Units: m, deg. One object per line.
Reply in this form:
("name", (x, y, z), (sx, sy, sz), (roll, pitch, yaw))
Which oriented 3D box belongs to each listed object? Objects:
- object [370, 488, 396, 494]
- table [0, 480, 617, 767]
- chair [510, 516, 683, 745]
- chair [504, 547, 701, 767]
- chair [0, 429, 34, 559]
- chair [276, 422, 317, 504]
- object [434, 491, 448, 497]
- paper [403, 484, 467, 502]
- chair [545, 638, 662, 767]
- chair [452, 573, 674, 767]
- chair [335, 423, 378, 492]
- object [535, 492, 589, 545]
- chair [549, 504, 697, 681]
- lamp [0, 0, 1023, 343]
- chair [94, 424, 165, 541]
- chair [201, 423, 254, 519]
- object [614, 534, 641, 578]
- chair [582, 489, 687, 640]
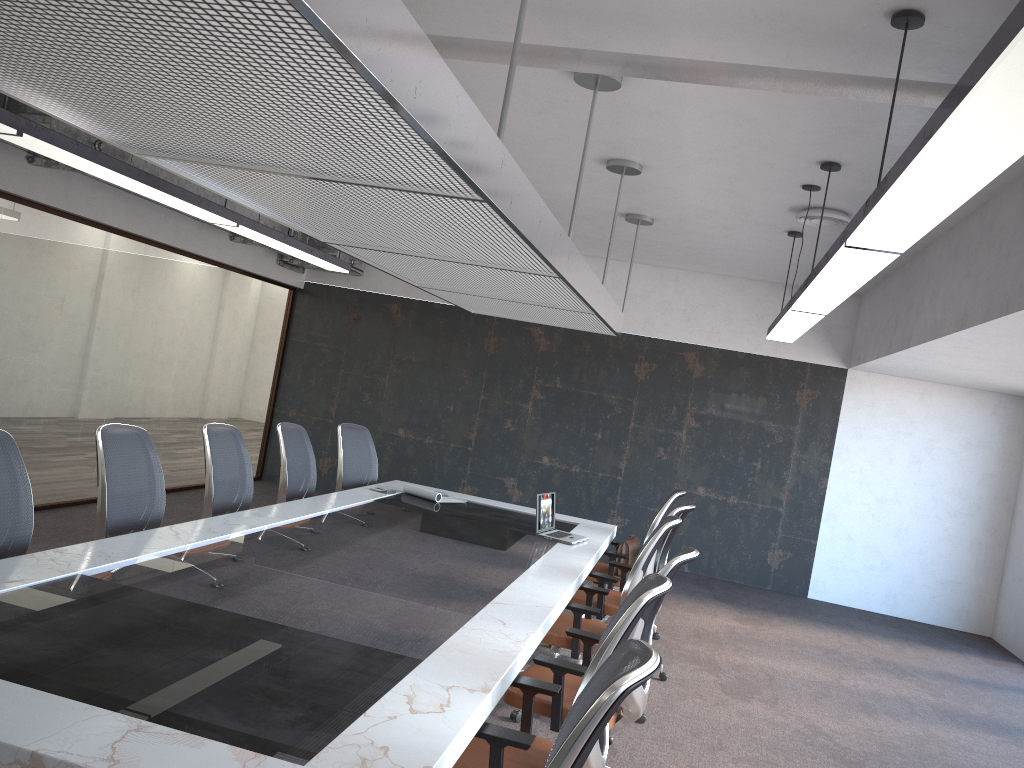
("object", (-0.973, 0.800, 6.700), (0.161, 0.026, 0.126), (10, 0, 26))
("table", (-0.698, 1.236, 4.634), (1.898, 0.745, 5.498), (10, 0, 12))
("chair", (0.431, 1.231, 4.840), (0.828, 1.166, 0.789), (10, 0, -24))
("chair", (0.301, 1.205, 3.795), (0.828, 1.166, 0.789), (10, 0, -18))
("chair", (-1.943, 0.803, 3.510), (0.828, 1.166, 0.789), (10, 0, -24))
("chair", (-1.359, 0.914, 6.290), (0.828, 1.166, 0.789), (10, 0, -24))
("object", (-0.592, 0.865, 6.989), (0.200, 0.036, 0.049), (10, 0, -41))
("paper", (-0.594, 0.849, 6.900), (0.348, 0.069, 0.379), (10, 0, 38))
("chair", (-0.153, 1.120, 2.059), (0.828, 1.166, 0.789), (10, 0, -24))
("chair", (0.042, 1.157, 2.986), (0.828, 1.166, 0.789), (10, 0, -24))
("chair", (-1.117, 0.959, 7.204), (0.828, 1.166, 0.789), (10, 0, -8))
("object", (0.345, 0.905, 6.007), (0.308, 0.277, 0.366), (10, 0, 22))
("chair", (0.690, 1.280, 5.754), (0.828, 1.166, 0.789), (10, 0, -13))
("lamp", (-0.243, -1.248, 4.727), (4.126, 0.908, 6.097), (10, 0, 12))
("chair", (-1.748, 0.840, 4.437), (0.828, 1.166, 0.789), (10, 0, -24))
("chair", (-1.554, 0.877, 5.363), (0.828, 1.166, 0.789), (10, 0, -24))
("object", (0.874, 1.283, 6.691), (0.138, 0.308, 0.378), (10, 0, 23))
("chair", (0.820, 1.305, 6.693), (0.828, 1.166, 0.789), (10, 0, -24))
